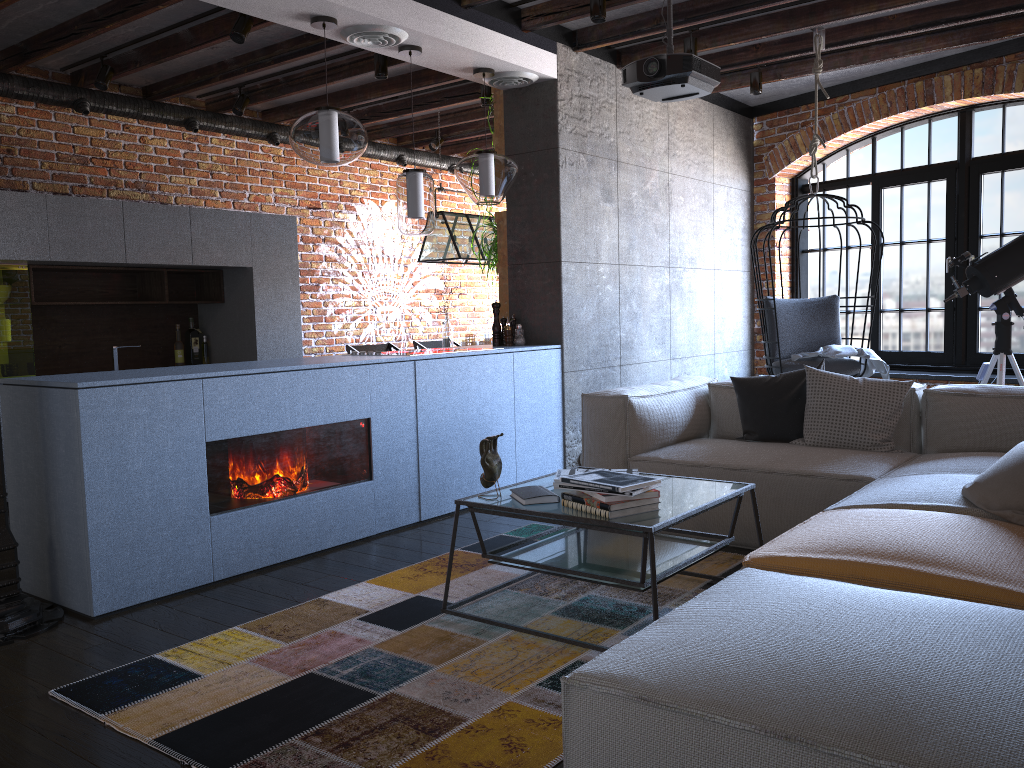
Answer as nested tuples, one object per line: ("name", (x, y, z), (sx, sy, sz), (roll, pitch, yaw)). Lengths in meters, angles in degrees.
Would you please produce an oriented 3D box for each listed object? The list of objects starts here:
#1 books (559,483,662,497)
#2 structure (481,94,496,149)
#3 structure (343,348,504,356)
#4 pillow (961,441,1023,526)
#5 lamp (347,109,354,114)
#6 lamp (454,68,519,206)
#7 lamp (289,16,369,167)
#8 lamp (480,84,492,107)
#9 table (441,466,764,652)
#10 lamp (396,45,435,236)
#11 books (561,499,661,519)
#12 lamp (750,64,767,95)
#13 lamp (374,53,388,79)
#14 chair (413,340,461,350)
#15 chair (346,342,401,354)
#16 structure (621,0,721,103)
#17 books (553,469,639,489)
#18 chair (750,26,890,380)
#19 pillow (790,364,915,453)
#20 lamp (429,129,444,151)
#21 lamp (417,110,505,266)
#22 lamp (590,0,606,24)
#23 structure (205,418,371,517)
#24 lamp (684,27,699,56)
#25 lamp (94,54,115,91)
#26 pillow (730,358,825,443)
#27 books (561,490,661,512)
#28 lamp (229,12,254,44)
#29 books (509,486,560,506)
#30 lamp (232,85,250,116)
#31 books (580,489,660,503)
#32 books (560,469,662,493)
("books", (0.317, 0.325, 2.850), (0.268, 0.014, 0.196), (2, 6, 36))
("structure", (0.087, -1.706, 5.831), (0.570, 0.621, 0.422), (1, 5, 27))
("structure", (-0.477, -0.168, 4.878), (0.504, 0.057, 0.763), (2, 6, 37))
("pillow", (1.586, 0.255, 2.718), (0.358, 0.314, 0.484), (-2, 5, -10))
("lamp", (-1.329, -2.120, 7.189), (0.083, 0.189, 0.123), (-3, 5, -18))
("lamp", (-0.150, -1.403, 5.057), (0.367, 0.747, 0.367), (-1, 5, 1))
("lamp", (-0.861, -1.352, 4.130), (0.364, 0.665, 0.364), (0, 5, 21))
("lamp", (-0.184, -2.085, 6.331), (0.082, 0.184, 0.112), (-1, 5, 4))
("table", (0.341, 0.570, 3.110), (0.842, 0.389, 0.848), (2, 6, 37))
("lamp", (-0.512, -1.254, 4.613), (0.197, 0.955, 0.194), (-4, 5, -22))
("books", (0.316, 0.387, 2.853), (0.209, 0.024, 0.247), (-4, 5, -33))
("lamp", (1.726, -2.125, 6.200), (0.121, 0.184, 0.082), (1, 6, 31))
("lamp", (-0.817, -2.003, 5.513), (0.082, 0.184, 0.116), (-2, 5, -2))
("chair", (-0.501, 0.008, 7.994), (0.610, 0.819, 0.495), (2, 6, 37))
("chair", (-0.983, 0.071, 7.367), (0.610, 0.819, 0.495), (2, 6, 37))
("structure", (0.837, -1.932, 4.651), (0.409, 0.817, 0.463), (2, 6, 37))
("books", (0.314, 0.349, 3.270), (0.309, 0.038, 0.225), (-1, 5, 8))
("chair", (1.893, -1.077, 5.592), (0.802, 2.221, 0.682), (-2, 5, -7))
("pillow", (1.552, 0.110, 4.051), (0.543, 0.402, 0.250), (0, 5, 20))
("lamp", (-0.679, -2.196, 7.996), (0.093, 0.201, 0.162), (1, 6, 31))
("lamp", (-0.239, -1.641, 7.354), (0.465, 1.268, 1.257), (2, 6, 37))
("lamp", (0.457, -1.960, 4.547), (0.119, 0.184, 0.082), (2, 6, 34))
("structure", (-1.068, 0.367, 3.926), (0.332, 0.394, 0.943), (2, 6, 37))
("lamp", (1.082, -2.039, 5.360), (0.083, 0.188, 0.116), (-1, 5, 1))
("lamp", (-2.556, -1.947, 5.565), (0.092, 0.209, 0.139), (0, 5, 22))
("pillow", (1.299, 0.086, 4.275), (0.538, 0.417, 0.238), (1, 5, 27))
("books", (0.316, 0.364, 2.850), (0.209, 0.023, 0.251), (-4, 5, -33))
("lamp", (-1.428, -1.908, 4.696), (0.093, 0.210, 0.145), (1, 6, 30))
("books", (0.075, 0.377, 3.019), (0.129, 0.029, 0.181), (-3, 5, -15))
("lamp", (-1.941, -2.027, 6.361), (0.093, 0.210, 0.148), (1, 5, 25))
("books", (0.336, 0.342, 2.860), (0.190, 0.023, 0.239), (-3, 5, -18))
("books", (0.316, 0.309, 2.848), (0.196, 0.014, 0.268), (-6, 6, -41))
